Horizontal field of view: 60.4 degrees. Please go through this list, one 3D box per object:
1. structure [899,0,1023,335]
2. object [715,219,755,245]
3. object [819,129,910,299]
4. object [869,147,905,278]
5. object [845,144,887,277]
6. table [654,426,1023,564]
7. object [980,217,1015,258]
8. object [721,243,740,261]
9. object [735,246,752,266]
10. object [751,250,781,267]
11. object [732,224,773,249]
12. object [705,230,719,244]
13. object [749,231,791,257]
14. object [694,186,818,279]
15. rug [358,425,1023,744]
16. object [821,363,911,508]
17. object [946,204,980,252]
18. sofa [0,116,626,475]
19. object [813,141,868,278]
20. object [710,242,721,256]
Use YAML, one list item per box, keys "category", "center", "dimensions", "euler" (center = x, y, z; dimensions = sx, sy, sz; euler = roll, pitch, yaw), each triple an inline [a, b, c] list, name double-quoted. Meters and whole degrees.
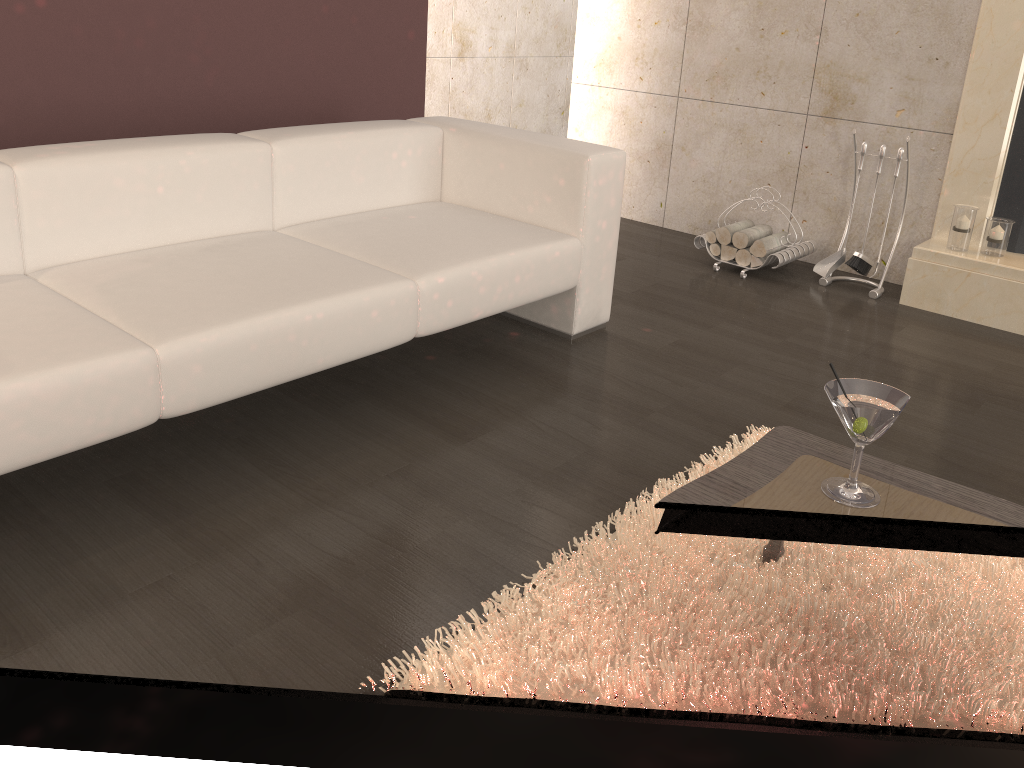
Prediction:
- category: "structure"
  center: [2.455, -0.795, 3.295]
  dimensions: [1.555, 1.293, 0.599]
  euler: [21, 25, 37]
- category: "object"
  center: [1.049, -0.714, 4.126]
  dimensions: [0.083, 0.079, 0.256]
  euler: [20, 28, 36]
- category: "object"
  center: [1.560, -0.750, 3.833]
  dimensions: [0.268, 0.673, 0.221]
  euler: [19, 24, 37]
- category: "object"
  center: [1.600, -0.726, 3.756]
  dimensions: [0.027, 0.545, 0.108]
  euler: [15, 21, 30]
- category: "object"
  center: [1.557, -0.749, 3.827]
  dimensions: [0.137, 0.567, 0.072]
  euler: [-5, 20, -25]
- category: "table"
  center: [0.596, 0.476, 1.307]
  dimensions: [0.921, 0.292, 0.932]
  euler: [21, 28, 35]
- category: "object"
  center: [1.978, -0.599, 3.597]
  dimensions: [0.109, 0.143, 0.110]
  euler: [-16, 28, -43]
- category: "object"
  center: [1.083, -0.637, 4.139]
  dimensions: [0.084, 0.071, 0.281]
  euler: [20, 28, 36]
- category: "object"
  center: [1.131, -0.608, 4.081]
  dimensions: [0.080, 0.074, 0.256]
  euler: [20, 28, 36]
- category: "object"
  center: [1.178, -0.578, 4.038]
  dimensions: [0.062, 0.057, 0.248]
  euler: [20, 28, 36]
- category: "object"
  center: [1.115, -0.683, 4.076]
  dimensions: [0.080, 0.074, 0.256]
  euler: [20, 28, 36]
- category: "object"
  center: [1.002, -0.714, 4.170]
  dimensions: [0.058, 0.055, 0.256]
  euler: [20, 28, 36]
- category: "object"
  center: [1.186, -0.641, 4.029]
  dimensions: [0.082, 0.076, 0.267]
  euler: [20, 28, 36]
- category: "object"
  center: [1.153, -0.734, 4.117]
  dimensions: [0.439, 0.366, 0.511]
  euler: [21, 27, 36]
- category: "rug"
  center: [0.589, 0.619, 1.331]
  dimensions: [1.538, 0.065, 2.036]
  euler: [22, 29, 36]
- category: "object"
  center: [0.616, 0.097, 1.553]
  dimensions: [0.152, 0.209, 0.156]
  euler: [9, 21, 14]
- category: "object"
  center: [1.857, -0.643, 3.635]
  dimensions: [0.098, 0.177, 0.102]
  euler: [1, 20, -7]
- category: "sofa"
  center: [-0.847, -0.296, 2.431]
  dimensions: [0.961, 0.628, 2.837]
  euler: [21, 28, 36]
- category: "object"
  center: [1.458, -0.767, 3.870]
  dimensions: [0.125, 0.582, 0.120]
  euler: [1, 19, -10]
- category: "object"
  center: [1.021, -0.657, 4.167]
  dimensions: [0.058, 0.055, 0.256]
  euler: [20, 28, 36]
